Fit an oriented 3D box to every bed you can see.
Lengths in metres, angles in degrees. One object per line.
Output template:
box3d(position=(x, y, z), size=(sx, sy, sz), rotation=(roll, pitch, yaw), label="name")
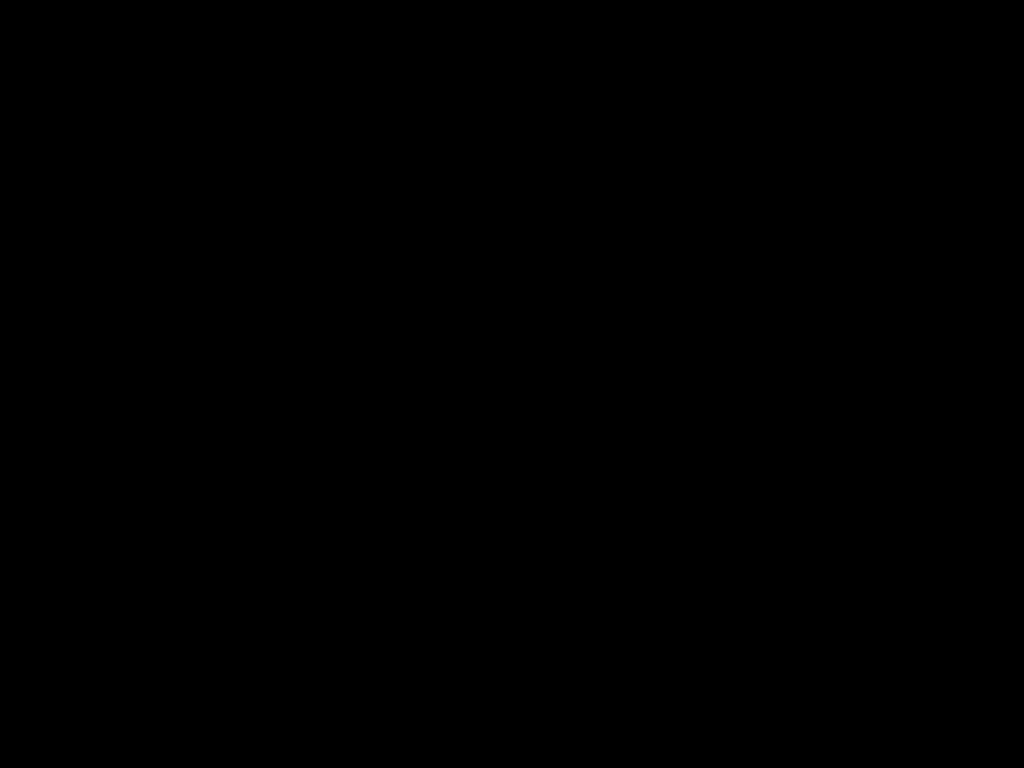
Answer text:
box3d(position=(-0.104, -0.249, 0.630), size=(2.087, 0.994, 3.009), rotation=(3, 3, 21), label="bed")
